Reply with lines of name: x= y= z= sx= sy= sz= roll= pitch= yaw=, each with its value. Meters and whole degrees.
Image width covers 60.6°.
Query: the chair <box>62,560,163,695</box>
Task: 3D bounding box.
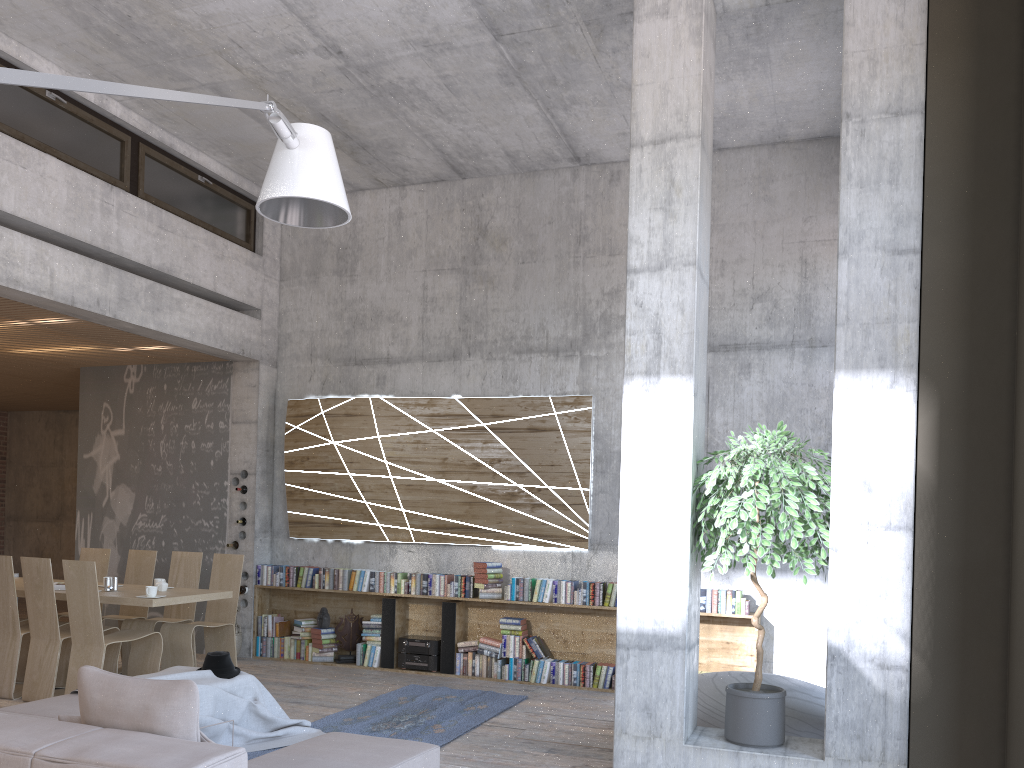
chair: x=-3.243 y=2.020 z=7.139 sx=0.349 sy=1.188 sz=0.726 roll=1 pitch=-2 yaw=23

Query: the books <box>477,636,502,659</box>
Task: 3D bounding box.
books: x=-0.203 y=2.615 z=8.700 sx=0.243 sy=0.191 sz=0.155 roll=0 pitch=-4 yaw=20

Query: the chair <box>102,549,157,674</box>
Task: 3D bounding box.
chair: x=-3.841 y=2.207 z=8.468 sx=0.349 sy=1.188 sz=0.726 roll=1 pitch=-2 yaw=20

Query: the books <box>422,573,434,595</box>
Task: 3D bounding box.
books: x=-0.862 y=2.062 z=9.027 sx=0.055 sy=0.219 sz=0.191 roll=1 pitch=-4 yaw=20

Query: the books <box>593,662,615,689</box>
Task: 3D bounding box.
books: x=0.887 y=2.789 z=8.380 sx=0.199 sy=0.227 sz=0.191 roll=0 pitch=-4 yaw=20

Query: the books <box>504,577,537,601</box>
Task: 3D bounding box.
books: x=0.084 y=2.021 z=8.652 sx=0.278 sy=0.219 sz=0.211 roll=0 pitch=-5 yaw=18

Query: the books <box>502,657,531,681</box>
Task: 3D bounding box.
books: x=0.041 y=2.804 z=8.658 sx=0.226 sy=0.219 sz=0.216 roll=0 pitch=-5 yaw=20

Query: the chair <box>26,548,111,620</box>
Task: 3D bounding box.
chair: x=-4.337 y=2.211 z=8.583 sx=0.349 sy=1.188 sz=0.726 roll=1 pitch=-2 yaw=14

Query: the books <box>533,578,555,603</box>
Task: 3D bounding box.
books: x=0.321 y=2.013 z=8.556 sx=0.199 sy=0.227 sz=0.191 roll=0 pitch=-4 yaw=20

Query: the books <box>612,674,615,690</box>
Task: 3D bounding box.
books: x=1.100 y=2.782 z=8.293 sx=0.278 sy=0.219 sz=0.211 roll=0 pitch=-5 yaw=18

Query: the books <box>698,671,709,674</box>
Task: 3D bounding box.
books: x=1.761 y=2.764 z=8.062 sx=0.156 sy=0.219 sz=0.191 roll=1 pitch=-4 yaw=20

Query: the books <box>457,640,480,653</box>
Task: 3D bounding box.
books: x=-0.407 y=2.641 z=8.837 sx=0.234 sy=0.139 sz=0.193 roll=-1 pitch=-6 yaw=21

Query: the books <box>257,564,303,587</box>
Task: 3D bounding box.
books: x=-2.539 y=2.100 z=9.611 sx=0.490 sy=0.219 sz=0.216 roll=-1 pitch=-5 yaw=20

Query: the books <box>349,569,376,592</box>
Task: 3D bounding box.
books: x=-1.571 y=2.068 z=9.239 sx=0.249 sy=0.227 sz=0.191 roll=0 pitch=-4 yaw=20

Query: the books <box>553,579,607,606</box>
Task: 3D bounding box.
books: x=0.652 y=2.013 z=8.461 sx=0.490 sy=0.219 sz=0.216 roll=-1 pitch=-5 yaw=20

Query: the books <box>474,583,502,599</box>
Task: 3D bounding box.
books: x=-0.230 y=2.061 z=8.741 sx=0.285 sy=0.149 sz=0.223 roll=4 pitch=-7 yaw=-22

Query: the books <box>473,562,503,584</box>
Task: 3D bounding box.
books: x=-0.238 y=1.882 z=8.739 sx=0.190 sy=0.209 sz=0.248 roll=-2 pitch=-6 yaw=41

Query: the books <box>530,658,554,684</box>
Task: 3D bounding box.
books: x=0.299 y=2.796 z=8.554 sx=0.199 sy=0.227 sz=0.191 roll=0 pitch=-4 yaw=20

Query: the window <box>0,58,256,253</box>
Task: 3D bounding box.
window: x=-4.242 y=-2.332 z=5.652 sx=0.113 sy=0.602 sz=8.531 roll=1 pitch=-8 yaw=20

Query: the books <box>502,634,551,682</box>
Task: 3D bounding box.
books: x=0.138 y=2.698 z=8.637 sx=0.451 sy=0.446 sz=0.216 roll=0 pitch=-2 yaw=20

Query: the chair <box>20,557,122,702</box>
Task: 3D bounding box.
chair: x=-3.698 y=2.043 z=7.369 sx=0.349 sy=1.188 sz=0.726 roll=1 pitch=-2 yaw=25

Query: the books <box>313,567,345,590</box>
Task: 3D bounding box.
books: x=-1.971 y=2.085 z=9.410 sx=0.278 sy=0.219 sz=0.211 roll=0 pitch=-5 yaw=18

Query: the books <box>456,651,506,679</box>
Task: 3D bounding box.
books: x=-0.304 y=2.812 z=8.817 sx=0.494 sy=0.236 sz=0.244 roll=-1 pitch=-5 yaw=20

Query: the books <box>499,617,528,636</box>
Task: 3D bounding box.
books: x=0.018 y=2.406 z=8.698 sx=0.239 sy=0.160 sz=0.191 roll=-1 pitch=-6 yaw=20

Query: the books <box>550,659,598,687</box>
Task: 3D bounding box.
books: x=0.598 y=2.797 z=8.476 sx=0.417 sy=0.219 sz=0.206 roll=-1 pitch=-5 yaw=20

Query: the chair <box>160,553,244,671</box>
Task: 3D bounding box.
chair: x=-2.877 y=2.186 z=8.156 sx=0.349 sy=1.188 sz=0.726 roll=1 pitch=-2 yaw=20

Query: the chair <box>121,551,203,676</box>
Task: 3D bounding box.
chair: x=-3.337 y=2.207 z=8.373 sx=0.349 sy=1.188 sz=0.726 roll=1 pitch=-2 yaw=16

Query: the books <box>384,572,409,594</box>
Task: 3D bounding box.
books: x=-1.179 y=2.066 z=9.099 sx=0.276 sy=0.219 sz=0.172 roll=0 pitch=-4 yaw=21

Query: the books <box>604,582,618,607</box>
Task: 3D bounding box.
books: x=0.991 y=2.004 z=8.352 sx=0.199 sy=0.227 sz=0.191 roll=0 pitch=-4 yaw=20

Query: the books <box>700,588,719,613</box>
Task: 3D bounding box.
books: x=1.807 y=1.983 z=8.020 sx=0.156 sy=0.219 sz=0.155 roll=1 pitch=-3 yaw=20

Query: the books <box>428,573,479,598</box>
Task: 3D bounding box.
books: x=-0.597 y=2.049 z=8.910 sx=0.490 sy=0.219 sz=0.216 roll=-1 pitch=-5 yaw=20

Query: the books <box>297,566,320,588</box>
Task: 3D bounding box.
books: x=-2.200 y=2.092 z=9.503 sx=0.199 sy=0.227 sz=0.191 roll=0 pitch=-4 yaw=20

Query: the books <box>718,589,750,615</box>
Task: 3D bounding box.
books: x=2.012 y=1.978 z=7.948 sx=0.276 sy=0.219 sz=0.172 roll=0 pitch=-4 yaw=21

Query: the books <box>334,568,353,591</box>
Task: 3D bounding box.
books: x=-1.776 y=2.074 z=9.313 sx=0.156 sy=0.219 sz=0.191 roll=1 pitch=-4 yaw=20

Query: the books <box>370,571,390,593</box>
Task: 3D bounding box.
books: x=-1.384 y=2.070 z=9.171 sx=0.156 sy=0.219 sz=0.155 roll=1 pitch=-3 yaw=20

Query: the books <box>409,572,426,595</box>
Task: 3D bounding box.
books: x=-0.959 y=2.066 z=9.070 sx=0.155 sy=0.219 sz=0.206 roll=1 pitch=-4 yaw=20

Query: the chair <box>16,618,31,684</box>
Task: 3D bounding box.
chair: x=-4.643 y=2.073 z=7.735 sx=0.349 sy=1.188 sz=0.726 roll=1 pitch=-2 yaw=25

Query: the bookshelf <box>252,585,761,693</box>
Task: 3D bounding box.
bookshelf: x=-0.274 y=2.553 z=8.829 sx=5.321 sy=0.801 sz=0.304 roll=-1 pitch=-2 yaw=20

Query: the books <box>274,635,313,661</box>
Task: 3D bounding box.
books: x=-2.333 y=2.866 z=9.551 sx=0.494 sy=0.236 sz=0.244 roll=-1 pitch=-5 yaw=20

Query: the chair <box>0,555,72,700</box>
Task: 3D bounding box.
chair: x=-4.169 y=2.059 z=7.556 sx=0.349 sy=1.188 sz=0.726 roll=1 pitch=-2 yaw=17
